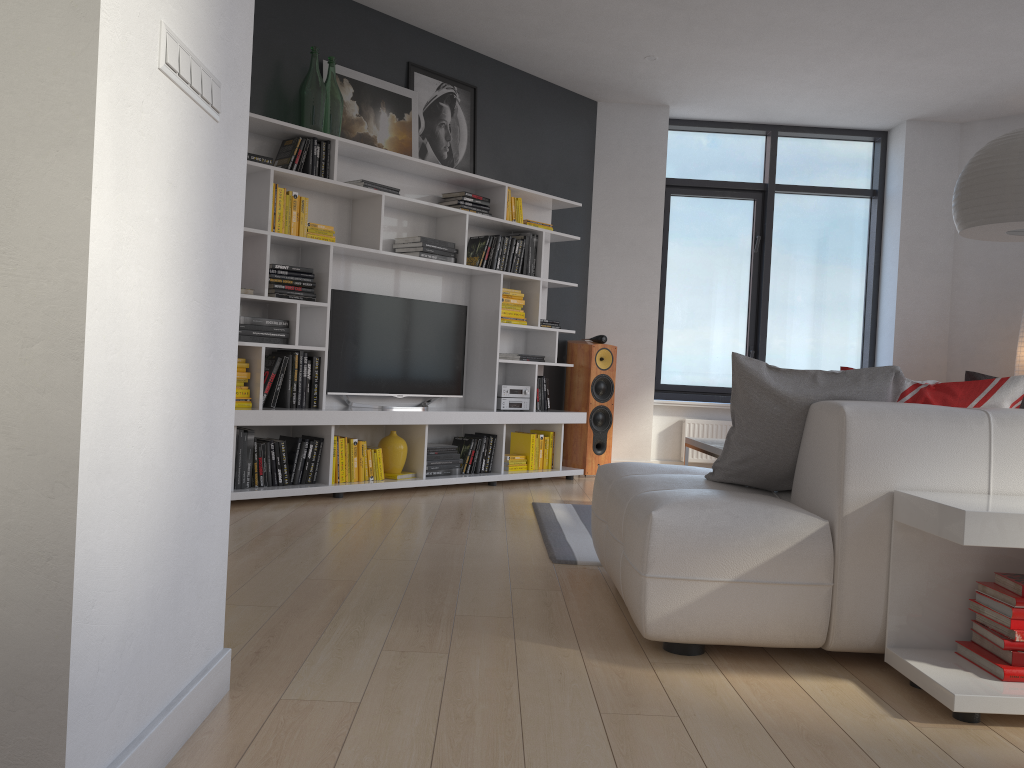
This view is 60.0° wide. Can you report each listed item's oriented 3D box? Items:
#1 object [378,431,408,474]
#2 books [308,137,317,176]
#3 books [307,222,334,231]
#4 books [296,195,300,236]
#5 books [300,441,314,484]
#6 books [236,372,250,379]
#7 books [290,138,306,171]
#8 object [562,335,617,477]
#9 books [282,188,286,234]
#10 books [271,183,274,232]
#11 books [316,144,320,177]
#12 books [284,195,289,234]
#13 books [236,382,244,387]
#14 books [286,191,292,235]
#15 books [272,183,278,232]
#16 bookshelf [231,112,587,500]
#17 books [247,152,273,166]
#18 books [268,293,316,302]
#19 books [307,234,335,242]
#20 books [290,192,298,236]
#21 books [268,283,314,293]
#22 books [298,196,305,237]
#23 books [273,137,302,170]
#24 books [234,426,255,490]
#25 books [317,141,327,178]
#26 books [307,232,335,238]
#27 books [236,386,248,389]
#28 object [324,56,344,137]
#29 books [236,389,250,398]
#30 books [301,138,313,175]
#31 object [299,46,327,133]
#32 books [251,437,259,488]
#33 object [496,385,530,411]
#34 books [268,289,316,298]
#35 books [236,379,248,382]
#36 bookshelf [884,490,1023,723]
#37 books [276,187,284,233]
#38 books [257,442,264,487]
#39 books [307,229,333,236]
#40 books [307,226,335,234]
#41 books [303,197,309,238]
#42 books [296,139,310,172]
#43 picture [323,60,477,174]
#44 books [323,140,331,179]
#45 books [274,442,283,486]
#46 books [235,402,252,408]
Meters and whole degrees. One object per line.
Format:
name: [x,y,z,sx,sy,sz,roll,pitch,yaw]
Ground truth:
object: [-0.739,0.418,5.475,0.185,0.257,0.185,3,1,21]
books: [-1.174,-1.281,5.067,0.176,0.232,0.025,4,1,44]
books: [-1.149,-0.904,5.126,0.138,0.026,0.186,4,1,44]
books: [-1.257,-0.939,5.014,0.169,0.239,0.023,4,1,44]
books: [-1.205,0.435,5.014,0.179,0.243,0.071,4,1,43]
books: [-1.570,-0.052,4.778,0.250,0.035,0.185,2,1,-43]
books: [-1.249,-1.275,4.998,0.171,0.214,0.087,4,1,44]
object: [0.567,0.163,6.890,0.290,1.088,0.434,3,1,-31]
books: [-1.324,-0.952,4.946,0.199,0.263,0.015,4,1,44]
books: [-1.376,-0.959,4.868,0.204,0.270,0.029,4,1,44]
books: [-1.154,-1.265,5.081,0.147,0.200,0.021,4,1,44]
books: [-1.297,-0.934,4.945,0.156,0.229,0.024,4,1,43]
books: [-1.577,-0.004,4.751,0.228,0.024,0.152,2,1,-42]
books: [-1.295,-0.947,4.973,0.180,0.251,0.019,4,1,44]
books: [-1.364,-0.959,4.894,0.213,0.270,0.025,4,1,44]
bookshelf: [-0.622,-0.367,5.606,0.455,2.052,3.000,4,1,44]
books: [-1.455,-1.201,4.757,0.268,0.046,0.208,2,1,-43]
books: [-1.273,-0.483,5.000,0.189,0.026,0.263,4,1,42]
books: [-1.142,-0.832,5.120,0.147,0.033,0.190,4,1,44]
books: [-1.275,-0.946,4.991,0.185,0.250,0.035,4,1,44]
books: [-1.289,-0.537,5.009,0.209,0.030,0.266,4,1,42]
books: [-1.237,-0.936,5.029,0.172,0.234,0.024,4,1,44]
books: [-1.267,-1.276,4.970,0.166,0.213,0.096,4,1,42]
books: [-1.498,0.390,4.722,0.259,0.321,0.128,4,1,44]
books: [-1.134,-1.273,5.103,0.169,0.218,0.038,4,1,44]
books: [-1.143,-0.855,5.123,0.148,0.011,0.196,4,1,44]
books: [-1.586,0.014,4.772,0.263,0.015,0.198,2,1,-43]
object: [-1.067,-1.666,5.207,0.157,0.507,0.157,3,1,-33]
books: [-1.575,0.044,4.765,0.198,0.044,0.255,4,1,44]
books: [-1.187,-1.275,5.045,0.156,0.221,0.021,4,1,44]
object: [-1.134,-1.668,5.056,0.157,0.507,0.157,3,1,-33]
books: [-1.434,0.414,4.784,0.202,0.268,0.053,4,1,43]
object: [-0.061,0.094,6.292,0.270,0.174,0.285,4,1,44]
books: [-1.272,-0.508,5.002,0.189,0.025,0.270,4,1,43]
books: [-1.580,-0.026,4.772,0.180,0.019,0.251,4,1,44]
bookshelf: [2.309,0.601,2.221,2.600,0.500,0.356,3,1,-1]
books: [-1.344,-0.951,4.923,0.198,0.255,0.044,4,1,44]
books: [-1.410,0.431,4.805,0.189,0.240,0.053,4,1,44]
books: [-1.132,-0.868,5.105,0.169,0.018,0.113,2,1,-45]
books: [-1.138,-0.884,5.120,0.134,0.014,0.187,4,1,44]
books: [-1.222,-0.935,5.050,0.172,0.234,0.024,4,1,44]
books: [-1.220,-1.274,5.010,0.154,0.212,0.074,4,1,43]
picture: [-0.686,-1.749,5.747,0.076,0.707,1.279,4,1,44]
books: [-1.109,-1.279,5.118,0.174,0.230,0.019,4,1,44]
books: [-1.329,0.432,4.873,0.177,0.242,0.066,4,1,43]
books: [-1.567,0.106,4.757,0.270,0.029,0.204,2,1,-41]
